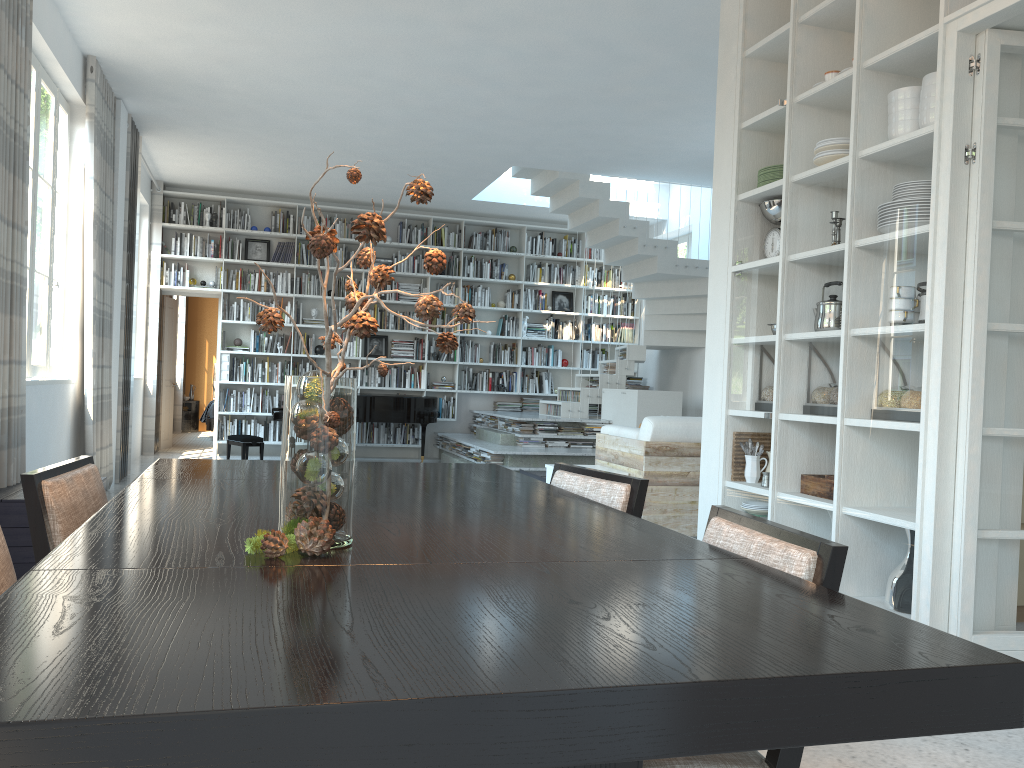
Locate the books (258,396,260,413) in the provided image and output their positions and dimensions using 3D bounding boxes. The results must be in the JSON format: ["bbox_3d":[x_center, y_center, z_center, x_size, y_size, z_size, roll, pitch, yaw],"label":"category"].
[{"bbox_3d":[-3.137,0.248,11.005,0.013,0.209,0.154,2,0,-16],"label":"books"}]

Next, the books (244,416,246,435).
[{"bbox_3d":[-3.295,0.546,10.950,0.013,0.300,0.183,2,1,-16],"label":"books"}]

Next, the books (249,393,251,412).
[{"bbox_3d":[-3.243,0.232,10.978,0.012,0.232,0.148,2,0,-16],"label":"books"}]

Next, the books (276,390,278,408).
[{"bbox_3d":[-2.935,0.217,11.066,0.025,0.288,0.130,2,1,-16],"label":"books"}]

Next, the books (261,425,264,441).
[{"bbox_3d":[-3.095,0.611,11.001,0.031,0.188,0.190,2,0,-16],"label":"books"}]

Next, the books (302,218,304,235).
[{"bbox_3d":[-2.622,-1.976,11.115,0.021,0.279,0.140,2,1,-16],"label":"books"}]

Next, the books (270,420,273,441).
[{"bbox_3d":[-2.991,0.581,11.046,0.027,0.256,0.179,2,0,-16],"label":"books"}]

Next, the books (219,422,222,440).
[{"bbox_3d":[-3.581,0.576,10.888,0.023,0.216,0.158,2,0,-16],"label":"books"}]

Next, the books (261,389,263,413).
[{"bbox_3d":[-3.107,0.206,11.000,0.012,0.295,0.176,2,1,-16],"label":"books"}]

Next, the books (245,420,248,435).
[{"bbox_3d":[-3.285,0.573,10.976,0.022,0.246,0.135,2,1,-16],"label":"books"}]

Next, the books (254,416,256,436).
[{"bbox_3d":[-3.194,0.548,10.999,0.014,0.304,0.139,2,1,-16],"label":"books"}]

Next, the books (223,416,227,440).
[{"bbox_3d":[-3.524,0.540,10.892,0.044,0.294,0.181,2,1,-16],"label":"books"}]

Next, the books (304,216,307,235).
[{"bbox_3d":[-2.592,-1.963,11.104,0.031,0.255,0.145,2,1,-16],"label":"books"}]

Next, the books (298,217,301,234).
[{"bbox_3d":[-2.663,-1.957,11.077,0.029,0.237,0.156,2,0,-16],"label":"books"}]

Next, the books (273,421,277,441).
[{"bbox_3d":[-2.965,0.578,11.077,0.040,0.264,0.137,2,1,-16],"label":"books"}]

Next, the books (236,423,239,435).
[{"bbox_3d":[-3.386,0.590,10.941,0.022,0.205,0.158,2,0,-16],"label":"books"}]

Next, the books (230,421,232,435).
[{"bbox_3d":[-3.459,0.576,10.910,0.022,0.226,0.154,2,0,-16],"label":"books"}]

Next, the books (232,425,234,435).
[{"bbox_3d":[-3.441,0.597,10.923,0.022,0.186,0.145,2,0,-16],"label":"books"}]

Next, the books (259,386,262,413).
[{"bbox_3d":[-3.116,0.191,10.988,0.014,0.325,0.170,2,1,-16],"label":"books"}]

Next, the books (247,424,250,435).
[{"bbox_3d":[-3.253,0.597,10.959,0.030,0.201,0.168,2,0,-16],"label":"books"}]

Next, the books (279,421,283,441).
[{"bbox_3d":[-2.881,0.586,11.092,0.065,0.256,0.155,2,1,-16],"label":"books"}]

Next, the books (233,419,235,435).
[{"bbox_3d":[-3.418,0.560,10.909,0.013,0.261,0.174,2,0,-16],"label":"books"}]

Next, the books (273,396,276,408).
[{"bbox_3d":[-2.965,0.258,11.067,0.030,0.203,0.142,2,0,-16],"label":"books"}]

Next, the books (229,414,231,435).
[{"bbox_3d":[-3.474,0.529,10.910,0.011,0.318,0.157,2,1,-16],"label":"books"}]

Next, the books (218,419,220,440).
[{"bbox_3d":[-3.597,0.557,10.883,0.012,0.254,0.161,2,0,-16],"label":"books"}]

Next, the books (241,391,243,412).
[{"bbox_3d":[-3.323,0.216,10.931,0.013,0.257,0.189,2,0,-16],"label":"books"}]

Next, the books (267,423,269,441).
[{"bbox_3d":[-3.042,0.600,11.047,0.024,0.214,0.137,2,0,-16],"label":"books"}]

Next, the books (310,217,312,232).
[{"bbox_3d":[-2.524,-1.958,11.117,0.012,0.250,0.174,2,0,-16],"label":"books"}]

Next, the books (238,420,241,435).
[{"bbox_3d":[-3.365,0.567,10.951,0.022,0.252,0.139,2,1,-16],"label":"books"}]

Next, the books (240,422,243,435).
[{"bbox_3d":[-3.342,0.584,10.947,0.022,0.221,0.163,2,0,-16],"label":"books"}]

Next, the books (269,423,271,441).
[{"bbox_3d":[-3.016,0.596,11.042,0.022,0.225,0.141,2,0,-16],"label":"books"}]

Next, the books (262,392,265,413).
[{"bbox_3d":[-3.093,0.227,11.023,0.029,0.254,0.153,2,1,-16],"label":"books"}]

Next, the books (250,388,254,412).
[{"bbox_3d":[-3.212,0.196,10.965,0.039,0.307,0.172,2,1,-16],"label":"books"}]

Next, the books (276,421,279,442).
[{"bbox_3d":[-2.927,0.564,11.057,0.021,0.295,0.188,2,0,-16],"label":"books"}]

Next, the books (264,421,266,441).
[{"bbox_3d":[-3.068,0.584,11.009,0.023,0.244,0.188,2,0,-16],"label":"books"}]

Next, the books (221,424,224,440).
[{"bbox_3d":[-3.550,0.590,10.870,0.029,0.190,0.176,2,0,-16],"label":"books"}]

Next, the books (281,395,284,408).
[{"bbox_3d":[-2.864,0.250,11.052,0.023,0.228,0.190,2,0,-16],"label":"books"}]

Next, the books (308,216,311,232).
[{"bbox_3d":[-2.543,-1.959,11.116,0.023,0.251,0.170,2,0,-16],"label":"books"}]

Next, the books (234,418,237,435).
[{"bbox_3d":[-3.402,0.559,10.920,0.023,0.266,0.177,2,0,-16],"label":"books"}]

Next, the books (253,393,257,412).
[{"bbox_3d":[-3.186,0.231,10.995,0.031,0.239,0.132,2,1,-16],"label":"books"}]

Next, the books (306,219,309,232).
[{"bbox_3d":[-2.565,-1.945,11.107,0.023,0.220,0.181,2,0,-16],"label":"books"}]

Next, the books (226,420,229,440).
[{"bbox_3d":[-3.494,0.565,10.908,0.024,0.246,0.143,2,1,-16],"label":"books"}]

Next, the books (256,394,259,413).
[{"bbox_3d":[-3.157,0.239,11.000,0.028,0.225,0.134,2,1,-16],"label":"books"}]

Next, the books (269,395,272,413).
[{"bbox_3d":[-3.002,0.250,11.037,0.059,0.216,0.177,2,0,-16],"label":"books"}]

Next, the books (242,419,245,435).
[{"bbox_3d":[-3.319,0.567,10.959,0.027,0.256,0.160,2,0,-16],"label":"books"}]

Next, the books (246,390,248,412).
[{"bbox_3d":[-3.281,0.210,10.971,0.013,0.274,0.146,2,1,-16],"label":"books"}]

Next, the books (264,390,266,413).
[{"bbox_3d":[-3.073,0.213,11.031,0.013,0.284,0.139,2,1,-16],"label":"books"}]

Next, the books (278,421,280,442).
[{"bbox_3d":[-2.911,0.560,11.059,0.012,0.304,0.165,2,1,-16],"label":"books"}]

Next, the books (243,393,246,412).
[{"bbox_3d":[-3.296,0.231,10.948,0.028,0.229,0.157,2,0,-16],"label":"books"}]

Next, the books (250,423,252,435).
[{"bbox_3d":[-3.241,0.593,10.994,0.014,0.211,0.146,2,0,-16],"label":"books"}]

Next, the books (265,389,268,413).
[{"bbox_3d":[-3.053,0.211,11.025,0.022,0.291,0.137,2,1,-16],"label":"books"}]

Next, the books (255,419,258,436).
[{"bbox_3d":[-3.171,0.568,10.987,0.025,0.266,0.159,2,1,-16],"label":"books"}]

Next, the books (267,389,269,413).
[{"bbox_3d":[-3.034,0.206,11.025,0.013,0.301,0.172,2,1,-16],"label":"books"}]

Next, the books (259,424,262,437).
[{"bbox_3d":[-3.126,0.600,11.000,0.028,0.206,0.171,2,0,-16],"label":"books"}]

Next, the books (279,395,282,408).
[{"bbox_3d":[-2.902,0.249,11.085,0.030,0.227,0.140,2,1,-16],"label":"books"}]

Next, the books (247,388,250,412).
[{"bbox_3d":[-3.259,0.198,10.970,0.027,0.299,0.142,2,1,-16],"label":"books"}]

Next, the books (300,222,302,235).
[{"bbox_3d":[-2.643,-1.929,11.100,0.024,0.183,0.133,2,0,-16],"label":"books"}]

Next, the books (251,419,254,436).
[{"bbox_3d":[-3.211,0.567,10.975,0.031,0.266,0.186,2,0,-16],"label":"books"}]

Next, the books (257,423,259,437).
[{"bbox_3d":[-3.149,0.593,10.993,0.021,0.218,0.190,2,0,-16],"label":"books"}]
